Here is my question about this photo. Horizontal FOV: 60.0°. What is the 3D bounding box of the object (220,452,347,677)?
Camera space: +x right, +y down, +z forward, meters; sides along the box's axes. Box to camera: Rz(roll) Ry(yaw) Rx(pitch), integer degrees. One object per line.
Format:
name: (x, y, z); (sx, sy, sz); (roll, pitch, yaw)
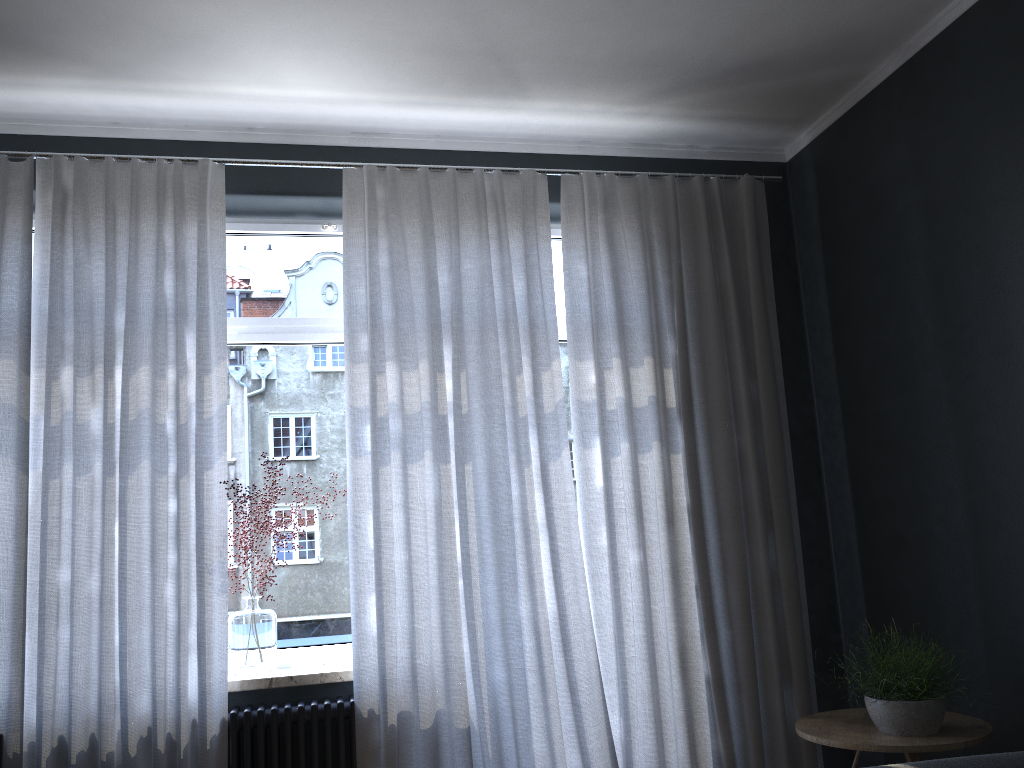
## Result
object: (-0.941, 0.681, 3.335); (0.514, 0.807, 0.600); (4, -12, -38)

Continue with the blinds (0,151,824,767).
blinds: (-0.689, 0.505, 3.328); (3.992, 2.781, 0.313); (-1, -10, -13)

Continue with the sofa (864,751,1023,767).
sofa: (1.440, 1.047, 1.435); (0.970, 0.796, 2.346); (-1, -10, -13)

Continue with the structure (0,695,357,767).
structure: (-1.321, 1.469, 3.083); (1.846, 0.599, 0.216); (-1, -10, -12)
